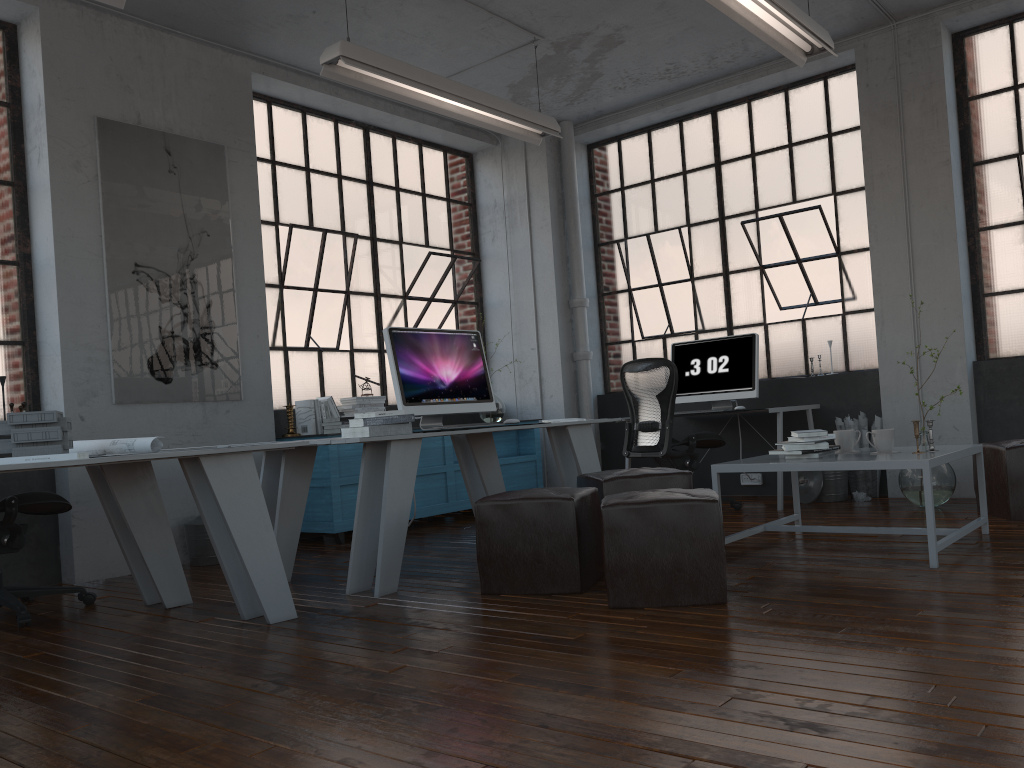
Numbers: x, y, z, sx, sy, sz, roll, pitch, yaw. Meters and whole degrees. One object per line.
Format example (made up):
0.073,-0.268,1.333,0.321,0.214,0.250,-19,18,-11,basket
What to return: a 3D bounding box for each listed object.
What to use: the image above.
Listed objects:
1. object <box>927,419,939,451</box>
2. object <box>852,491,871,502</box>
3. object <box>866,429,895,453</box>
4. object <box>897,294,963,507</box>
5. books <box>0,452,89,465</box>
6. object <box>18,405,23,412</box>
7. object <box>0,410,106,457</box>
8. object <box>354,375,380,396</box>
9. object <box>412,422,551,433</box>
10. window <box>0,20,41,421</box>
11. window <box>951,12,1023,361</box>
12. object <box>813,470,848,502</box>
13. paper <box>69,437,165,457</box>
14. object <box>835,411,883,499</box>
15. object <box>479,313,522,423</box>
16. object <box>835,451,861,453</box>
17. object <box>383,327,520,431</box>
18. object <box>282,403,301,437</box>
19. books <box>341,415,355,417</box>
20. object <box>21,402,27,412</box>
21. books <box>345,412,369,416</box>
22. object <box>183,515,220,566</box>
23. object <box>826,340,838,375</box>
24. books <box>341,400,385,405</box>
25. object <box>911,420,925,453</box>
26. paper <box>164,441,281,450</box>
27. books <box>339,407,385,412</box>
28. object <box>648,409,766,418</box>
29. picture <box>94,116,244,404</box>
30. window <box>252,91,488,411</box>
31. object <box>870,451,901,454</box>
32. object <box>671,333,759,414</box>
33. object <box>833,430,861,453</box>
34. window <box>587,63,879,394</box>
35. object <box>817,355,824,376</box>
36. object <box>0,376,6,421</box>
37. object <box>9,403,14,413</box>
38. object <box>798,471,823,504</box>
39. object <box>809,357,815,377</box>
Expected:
1.941,0.236,4.109,0.055,0.153,0.055,-4,-1,16,object
2.407,0.783,6.115,0.125,0.107,0.095,-4,-2,-9,object
1.751,0.271,4.189,0.129,0.109,0.101,-2,-2,-42,object
2.593,0.083,5.406,0.330,1.339,0.619,-4,-1,-14,object
-1.599,0.255,3.045,0.235,0.024,0.200,-3,-2,-15,books
-2.717,0.169,4.910,0.058,0.102,0.032,-4,-1,-16,object
-1.802,0.200,3.394,0.416,0.182,0.389,-3,-2,-21,object
-1.058,0.004,6.484,0.177,0.161,0.092,-4,-1,7,object
-0.301,0.246,4.779,0.688,0.008,0.847,-6,-3,41,object
-3.564,-0.889,4.070,0.670,2.390,2.589,-5,-2,39,window
4.113,-1.377,5.312,2.594,2.390,0.669,-5,-2,39,window
2.238,0.678,6.294,0.290,0.294,0.291,-4,-2,-3,object
-1.953,0.261,3.308,0.976,0.105,1.074,-6,-3,39,paper
2.511,0.497,6.330,0.293,0.627,0.274,-4,-1,-9,object
-0.101,-0.150,7.427,0.434,0.939,0.231,-4,-1,21,object
1.678,0.341,4.452,0.137,0.003,0.138,-3,-3,-30,object
-0.322,-0.036,4.786,0.377,0.552,0.714,-5,-2,41,object
-1.512,0.243,6.051,0.132,0.236,0.132,-4,-1,5,object
-1.087,0.229,6.473,0.159,0.012,0.285,-6,-3,39,books
-2.670,0.155,4.853,0.058,0.117,0.032,-3,-1,-37,object
-1.076,0.216,6.478,0.161,0.012,0.254,-6,-3,39,books
-1.806,0.914,5.306,0.292,0.308,0.293,-3,-2,-22,object
2.398,-0.198,6.660,0.084,0.256,0.084,-4,-1,-28,object
-1.089,0.139,6.478,0.174,0.021,0.273,-6,-3,39,books
1.848,0.241,4.044,0.052,0.148,0.053,-4,-1,-10,object
-1.225,0.254,3.617,0.428,0.001,0.485,-2,-3,-40,paper
-1.097,0.186,6.491,0.183,0.016,0.288,-6,-3,39,books
1.473,0.215,6.560,0.849,0.008,0.687,-6,-3,41,object
-2.056,-0.714,5.381,0.025,1.649,0.852,-5,-1,39,picture
-1.095,-0.937,7.096,0.670,2.390,2.589,-5,-2,39,window
1.771,0.325,4.203,0.137,0.003,0.138,-3,-3,-30,object
1.456,-0.068,6.565,0.715,0.552,0.377,-6,-2,41,object
1.681,0.287,4.462,0.129,0.109,0.101,-2,-2,-42,object
1.736,-1.129,7.260,2.594,2.390,0.669,-5,-2,39,window
2.335,-0.140,6.717,0.066,0.160,0.066,-4,-1,-19,object
-2.755,0.088,4.805,0.085,0.259,0.085,-4,-1,3,object
-2.739,0.160,4.857,0.058,0.117,0.032,-4,-1,0,object
2.061,0.698,6.208,0.107,0.281,0.293,-4,-2,-26,object
2.274,-0.132,6.717,0.055,0.153,0.055,-4,-1,-1,object
